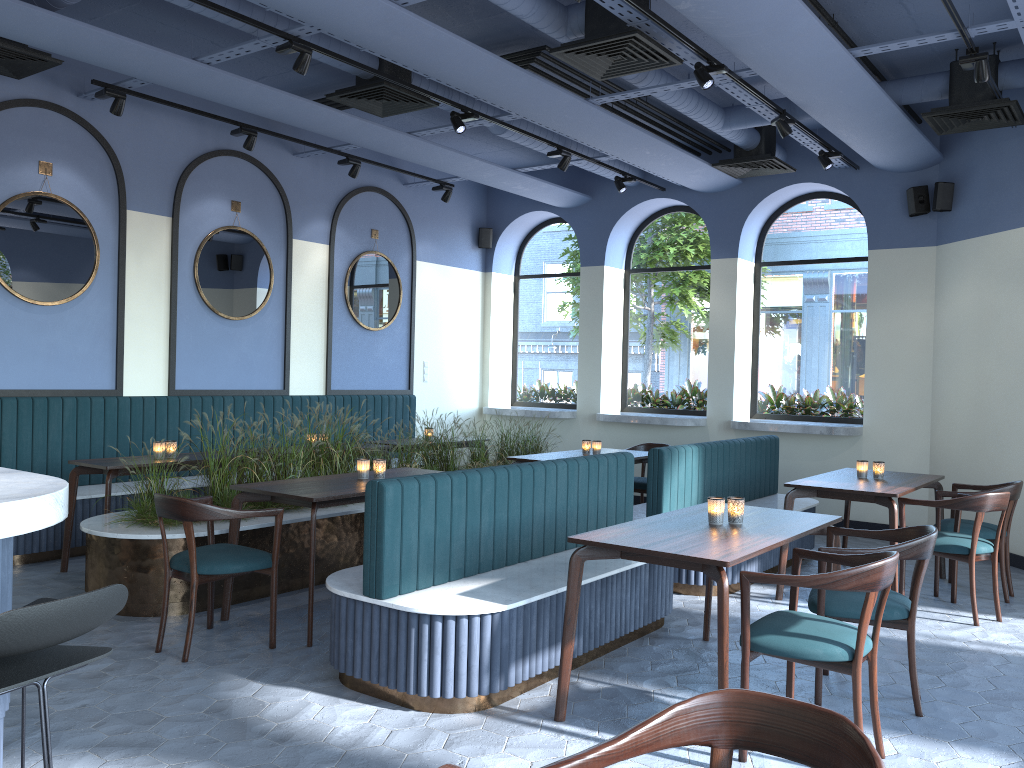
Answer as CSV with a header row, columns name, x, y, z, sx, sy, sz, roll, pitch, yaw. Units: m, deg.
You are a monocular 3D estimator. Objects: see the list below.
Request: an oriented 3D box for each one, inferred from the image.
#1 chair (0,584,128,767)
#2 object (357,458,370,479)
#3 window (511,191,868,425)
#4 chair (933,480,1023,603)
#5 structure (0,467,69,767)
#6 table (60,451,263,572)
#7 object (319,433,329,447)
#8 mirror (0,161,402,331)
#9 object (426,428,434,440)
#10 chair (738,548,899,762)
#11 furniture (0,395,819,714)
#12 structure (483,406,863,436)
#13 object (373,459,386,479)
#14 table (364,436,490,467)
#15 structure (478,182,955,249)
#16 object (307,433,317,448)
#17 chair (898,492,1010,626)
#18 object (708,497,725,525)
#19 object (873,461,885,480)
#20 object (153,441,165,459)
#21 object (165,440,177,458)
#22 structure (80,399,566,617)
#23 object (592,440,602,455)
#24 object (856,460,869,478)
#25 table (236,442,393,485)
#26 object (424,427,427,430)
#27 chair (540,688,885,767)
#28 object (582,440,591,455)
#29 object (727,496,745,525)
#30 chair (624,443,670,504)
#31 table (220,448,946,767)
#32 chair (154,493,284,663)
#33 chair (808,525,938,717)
name,x,y,z,sx,sy,sz,roll,pitch,yaw
chair,0.292,0.939,1.032,3.651,0.949,6.322,2,1,35
object,-0.906,0.517,5.403,0.078,0.120,0.078,2,1,19
window,2.361,-0.760,4.512,3.897,2.394,14.212,1,1,-3
chair,3.161,1.036,6.031,0.525,0.793,0.618,2,1,35
structure,-3.292,-0.588,1.680,3.220,3.800,3.653,2,1,36
table,-2.444,0.904,6.337,0.548,0.755,1.285,2,1,36
object,-1.584,0.476,7.465,0.078,0.120,0.078,2,1,19
mirror,-2.511,-1.129,8.140,0.026,1.089,4.357,2,1,36
object,-0.792,0.485,8.509,0.078,0.120,0.078,2,1,19
chair,1.179,1.015,3.393,0.525,0.793,0.618,2,1,35
furniture,-0.674,0.747,6.786,4.703,1.150,4.800,2,1,36
structure,2.110,0.461,4.496,4.315,0.080,14.155,1,1,-3
object,-0.810,0.520,5.423,0.078,0.120,0.078,2,1,19
table,-0.808,0.921,8.582,0.548,0.755,1.332,2,1,36
structure,-1.133,-1.752,4.430,7.261,0.268,13.143,2,1,19
object,-1.679,0.474,7.445,0.078,0.120,0.078,2,1,19
chair,2.757,1.032,5.477,0.618,0.793,0.525,1,1,-30
object,0.934,0.581,4.061,0.078,0.120,0.078,2,1,19
object,2.539,0.599,6.144,0.078,0.120,0.078,1,1,-37
object,-2.491,0.466,6.258,0.078,0.120,0.078,1,1,-37
object,-2.438,0.467,6.339,0.078,0.120,0.078,1,1,-37
structure,-0.948,0.709,6.987,1.143,1.207,4.878,2,1,37
object,0.710,0.536,7.426,0.078,0.120,0.078,1,1,-37
object,2.446,0.596,6.192,0.078,0.120,0.078,1,1,-37
table,-1.633,0.912,7.451,0.548,0.755,1.332,2,1,36
object,-0.812,0.483,8.604,0.078,0.120,0.078,2,1,19
chair,0.383,1.015,1.554,0.618,0.793,0.525,2,1,35
object,0.628,0.533,7.479,0.078,0.120,0.078,1,1,-37
object,1.030,0.583,4.081,0.078,0.120,0.078,2,1,19
chair,1.231,0.960,8.247,0.618,0.793,0.525,2,1,35
table,-0.069,1.000,3.361,3.997,0.755,9.778,2,1,20
chair,-1.521,0.932,4.470,0.618,0.793,0.525,2,1,35
chair,1.607,1.019,3.977,0.525,0.793,0.618,2,1,22
